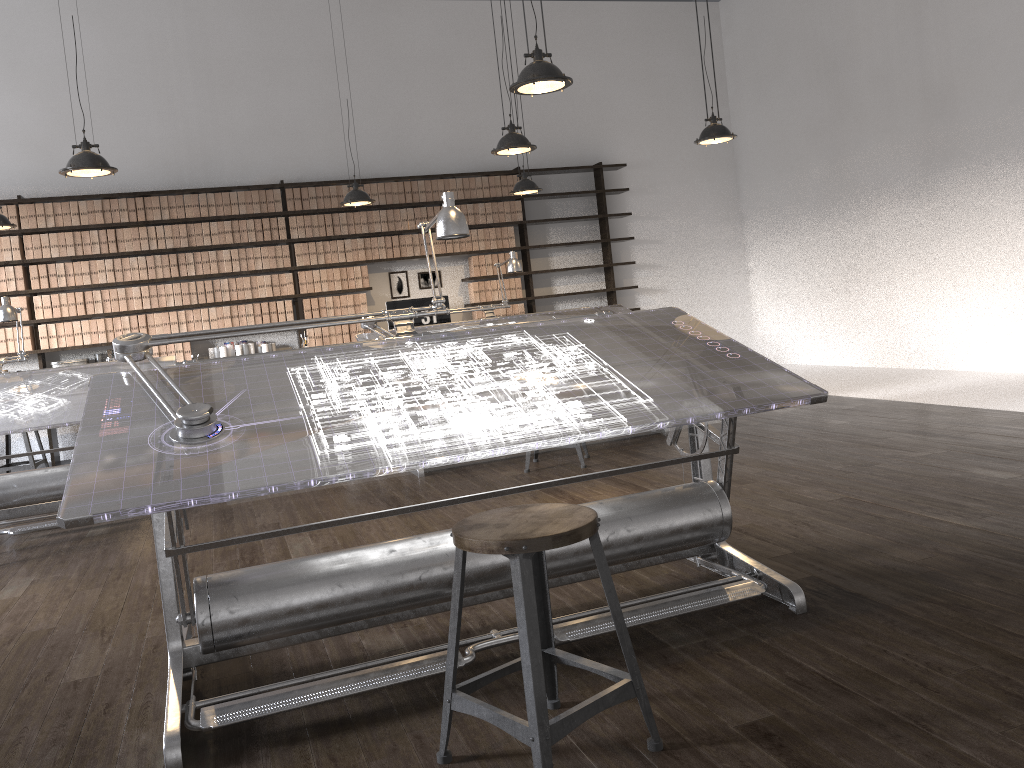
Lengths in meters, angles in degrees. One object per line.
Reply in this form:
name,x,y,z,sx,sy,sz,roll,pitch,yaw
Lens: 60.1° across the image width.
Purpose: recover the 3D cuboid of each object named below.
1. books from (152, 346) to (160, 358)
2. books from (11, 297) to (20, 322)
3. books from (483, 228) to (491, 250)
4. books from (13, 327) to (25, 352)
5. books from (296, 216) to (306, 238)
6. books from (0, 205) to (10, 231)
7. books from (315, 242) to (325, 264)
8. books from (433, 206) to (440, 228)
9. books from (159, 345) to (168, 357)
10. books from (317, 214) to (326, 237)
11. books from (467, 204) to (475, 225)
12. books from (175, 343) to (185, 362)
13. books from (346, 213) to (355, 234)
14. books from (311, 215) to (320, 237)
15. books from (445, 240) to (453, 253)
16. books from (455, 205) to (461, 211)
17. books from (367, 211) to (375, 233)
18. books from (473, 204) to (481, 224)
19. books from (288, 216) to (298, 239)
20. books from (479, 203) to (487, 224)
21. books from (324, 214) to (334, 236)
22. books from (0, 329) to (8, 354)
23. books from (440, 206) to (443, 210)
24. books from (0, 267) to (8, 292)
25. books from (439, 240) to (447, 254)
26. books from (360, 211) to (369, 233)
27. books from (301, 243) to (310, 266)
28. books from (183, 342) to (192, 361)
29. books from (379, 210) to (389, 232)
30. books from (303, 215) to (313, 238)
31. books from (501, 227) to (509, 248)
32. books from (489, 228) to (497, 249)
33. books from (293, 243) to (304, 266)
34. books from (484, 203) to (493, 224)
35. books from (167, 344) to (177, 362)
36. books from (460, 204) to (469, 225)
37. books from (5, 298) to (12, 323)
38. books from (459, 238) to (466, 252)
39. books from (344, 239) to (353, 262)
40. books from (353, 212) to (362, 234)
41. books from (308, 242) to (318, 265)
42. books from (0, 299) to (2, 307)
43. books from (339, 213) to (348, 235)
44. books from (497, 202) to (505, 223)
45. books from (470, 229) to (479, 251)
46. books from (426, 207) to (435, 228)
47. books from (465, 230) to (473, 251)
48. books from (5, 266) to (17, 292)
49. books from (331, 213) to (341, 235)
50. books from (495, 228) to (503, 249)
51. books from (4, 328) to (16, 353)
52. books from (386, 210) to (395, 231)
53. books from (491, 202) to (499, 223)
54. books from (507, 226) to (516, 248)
books,-3.375,-0.279,8.404,0.067,0.225,0.174,-7,3,-18
books,-4.482,-0.673,8.036,0.067,0.225,0.174,-7,3,-18
books,-0.290,-1.538,9.455,0.067,0.225,0.174,-7,3,-18
books,-4.466,-0.403,8.042,0.067,0.225,0.174,-7,3,-18
books,-2.111,-1.553,8.835,0.067,0.225,0.174,-7,3,-18
books,-4.573,-1.488,8.007,0.067,0.225,0.174,-7,3,-18
books,-1.934,-1.307,8.898,0.067,0.225,0.174,-7,3,-18
books,-0.793,-1.738,9.282,0.067,0.225,0.174,-7,3,-18
books,-3.314,-0.288,8.431,0.067,0.225,0.174,-7,3,-18
books,-1.924,-1.580,8.906,0.067,0.225,0.174,-7,3,-18
books,-0.459,-1.784,9.394,0.067,0.225,0.174,-7,3,-18
books,-3.179,-0.306,8.472,0.067,0.225,0.174,-7,3,-18
books,-1.650,-1.618,8.998,0.067,0.225,0.174,-7,3,-18
books,-1.985,-1.571,8.882,0.067,0.225,0.174,-7,3,-18
books,-0.682,-1.482,9.318,0.067,0.225,0.174,-7,3,-18
books,-0.591,-1.766,9.356,0.067,0.225,0.174,-7,3,-18
books,-1.456,-1.645,9.062,0.067,0.225,0.174,-7,3,-18
books,-0.397,-1.793,9.420,0.067,0.225,0.174,-7,3,-18
books,-2.180,-1.544,8.815,0.067,0.225,0.174,-7,3,-18
books,-0.338,-1.801,9.439,0.067,0.225,0.174,-7,3,-18
books,-1.852,-1.589,8.924,0.067,0.225,0.174,-7,3,-18
books,-4.585,-0.385,7.995,0.067,0.225,0.174,-7,3,-18
books,-0.725,-1.748,9.311,0.067,0.225,0.174,-7,3,-18
books,-4.589,-0.937,8.002,0.067,0.225,0.174,-7,3,-18
books,-0.750,-1.473,9.295,0.067,0.225,0.174,-7,3,-18
books,-1.518,-1.636,9.036,0.067,0.225,0.174,-7,3,-18
books,-2.069,-1.288,8.848,0.067,0.225,0.174,-7,3,-18
books,-3.113,-0.316,8.499,0.067,0.225,0.174,-7,3,-18
books,-1.328,-1.663,9.102,0.067,0.225,0.174,-7,3,-18
books,-2.043,-1.563,8.858,0.067,0.225,0.174,-7,3,-18
books,-0.098,-1.565,9.522,0.067,0.225,0.174,-7,3,-18
books,-0.226,-1.546,9.472,0.067,0.225,0.174,-7,3,-18
books,-2.130,-1.280,8.832,0.067,0.225,0.174,-7,3,-18
books,-0.269,-1.811,9.460,0.067,0.225,0.174,-7,3,-18
books,-3.247,-0.297,8.453,0.067,0.225,0.174,-7,3,-18
books,-0.524,-1.776,9.378,0.067,0.225,0.174,-7,3,-18
books,-4.554,-0.663,8.014,0.067,0.225,0.174,-7,3,-18
books,-0.550,-1.501,9.370,0.067,0.225,0.174,-7,3,-18
books,-1.668,-1.345,8.988,0.067,0.225,0.174,-7,3,-18
books,-1.583,-1.628,9.020,0.067,0.225,0.174,-7,3,-18
books,-2.001,-1.298,8.871,0.067,0.225,0.174,-7,3,-18
books,-4.622,-0.653,7.985,0.067,0.225,0.174,-7,3,-18
books,-1.715,-1.609,8.971,0.067,0.225,0.174,-7,3,-18
books,-0.139,-1.830,9.510,0.067,0.225,0.174,-7,3,-18
books,-0.417,-1.520,9.409,0.067,0.225,0.174,-7,3,-18
books,-0.865,-1.728,9.264,0.067,0.225,0.174,-7,3,-18
books,-0.484,-1.510,9.390,0.067,0.225,0.174,-7,3,-18
books,-4.521,-0.946,8.021,0.067,0.225,0.174,-7,3,-18
books,-1.783,-1.600,8.953,0.067,0.225,0.174,-7,3,-18
books,-0.164,-1.555,9.499,0.067,0.225,0.174,-7,3,-18
books,-4.527,-0.394,8.019,0.067,0.225,0.174,-7,3,-18
books,-1.263,-1.672,9.128,0.067,0.225,0.174,-7,3,-18
books,-0.204,-1.820,9.486,0.067,0.225,0.174,-7,3,-18
books,-0.030,-1.574,9.540,0.067,0.225,0.174,-7,3,-18
